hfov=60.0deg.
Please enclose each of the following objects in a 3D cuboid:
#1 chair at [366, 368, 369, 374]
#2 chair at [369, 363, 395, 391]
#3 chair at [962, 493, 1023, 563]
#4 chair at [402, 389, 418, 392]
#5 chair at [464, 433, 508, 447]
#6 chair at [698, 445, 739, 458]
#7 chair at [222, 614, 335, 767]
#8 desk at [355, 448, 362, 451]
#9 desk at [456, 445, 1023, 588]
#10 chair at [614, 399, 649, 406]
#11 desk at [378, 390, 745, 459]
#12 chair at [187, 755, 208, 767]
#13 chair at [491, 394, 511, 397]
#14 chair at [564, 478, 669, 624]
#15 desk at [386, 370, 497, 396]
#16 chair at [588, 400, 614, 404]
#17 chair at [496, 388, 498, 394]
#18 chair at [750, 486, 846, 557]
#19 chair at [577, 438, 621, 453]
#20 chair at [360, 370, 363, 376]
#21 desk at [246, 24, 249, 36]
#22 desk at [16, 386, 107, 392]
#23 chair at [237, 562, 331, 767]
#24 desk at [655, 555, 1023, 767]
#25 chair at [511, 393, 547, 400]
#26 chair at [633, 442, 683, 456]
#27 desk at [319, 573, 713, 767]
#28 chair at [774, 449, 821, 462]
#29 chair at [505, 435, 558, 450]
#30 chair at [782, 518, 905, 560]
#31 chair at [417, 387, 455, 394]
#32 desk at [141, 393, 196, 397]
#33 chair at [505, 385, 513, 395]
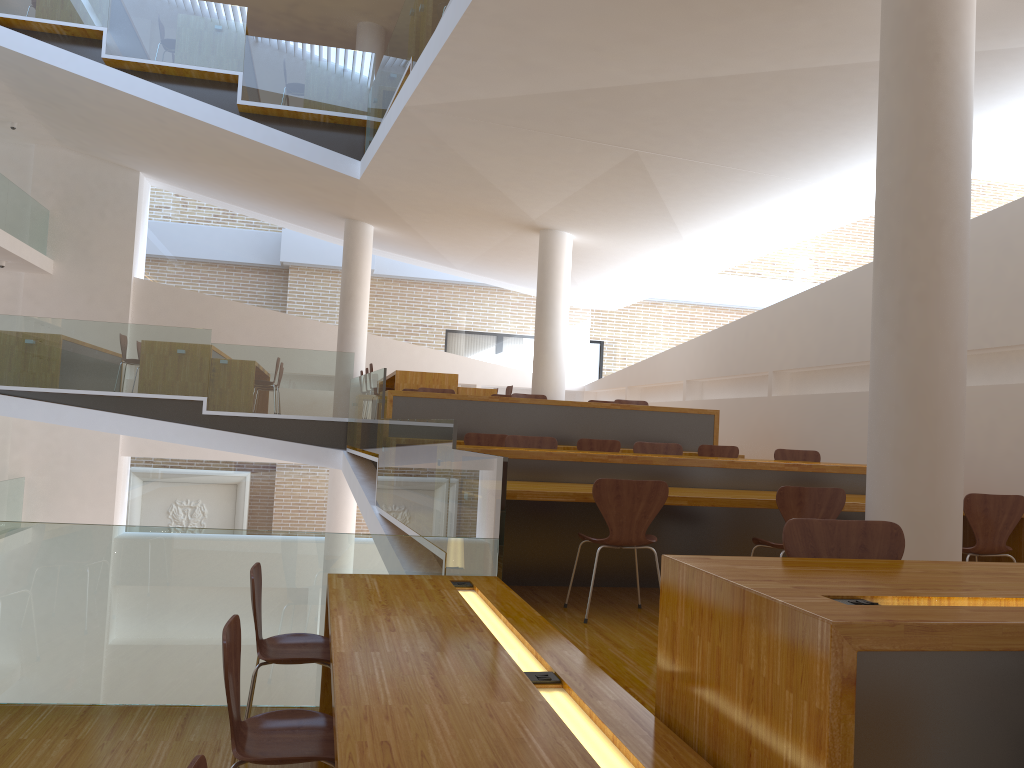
[{"bbox_3d":[-1.809,0.145,12.001,0.381,0.693,0.428,4,-3,-12],"label":"chair"},{"bbox_3d":[-1.604,0.107,11.053,0.381,0.693,0.428,4,-3,-12],"label":"chair"},{"bbox_3d":[2.562,0.947,4.940,0.428,0.693,0.381,4,-3,-12],"label":"chair"},{"bbox_3d":[-1.046,0.410,9.691,0.428,0.693,0.381,4,-3,-12],"label":"chair"},{"bbox_3d":[-0.256,0.763,7.505,0.428,0.693,0.381,4,-3,-12],"label":"chair"},{"bbox_3d":[1.776,0.893,7.980,0.428,0.693,0.381,4,-3,-12],"label":"chair"},{"bbox_3d":[-0.625,1.023,2.460,0.381,0.693,0.428,4,-3,-12],"label":"chair"},{"bbox_3d":[-0.094,0.534,10.305,3.356,0.606,0.760,4,-3,-12],"label":"desk"},{"bbox_3d":[1.248,0.860,5.462,3.243,0.785,1.527,4,-3,-12],"label":"desk"},{"bbox_3d":[1.286,0.509,9.247,0.428,0.693,0.381,4,-3,-12],"label":"chair"},{"bbox_3d":[0.410,0.667,8.329,3.216,1.022,1.248,4,-3,-12],"label":"desk"},{"bbox_3d":[-0.350,0.981,1.376,0.381,0.693,0.428,4,-3,-12],"label":"chair"},{"bbox_3d":[-0.098,0.470,9.894,0.428,0.693,0.381,4,-3,-12],"label":"chair"},{"bbox_3d":[0.530,0.816,4.465,0.428,0.693,0.381,4,-3,-12],"label":"chair"},{"bbox_3d":[-1.141,0.314,12.308,1.247,0.762,3.194,4,-3,-12],"label":"desk"},{"bbox_3d":[0.986,0.541,10.166,0.428,0.693,0.381,4,-3,-12],"label":"chair"},{"bbox_3d":[-0.417,0.395,12.655,0.381,0.693,0.428,4,-3,-12],"label":"chair"},{"bbox_3d":[1.478,0.876,4.668,0.428,0.693,0.381,4,-3,-12],"label":"chair"},{"bbox_3d":[0.692,0.823,7.709,0.428,0.693,0.381,4,-3,-12],"label":"chair"},{"bbox_3d":[-1.993,0.169,12.660,0.381,0.693,0.428,4,-3,-12],"label":"chair"},{"bbox_3d":[-3.815,-3.858,11.793,0.760,0.606,3.196,4,-3,-12],"label":"desk"},{"bbox_3d":[-5.703,-0.206,11.274,0.760,0.606,3.194,4,-3,-12],"label":"desk"},{"bbox_3d":[-0.831,1.061,3.409,0.381,0.693,0.428,4,-3,-12],"label":"chair"},{"bbox_3d":[1.993,0.813,2.171,3.185,0.606,0.760,4,-3,-12],"label":"desk"},{"bbox_3d":[0.198,0.443,9.052,0.428,0.693,0.381,4,-3,-12],"label":"chair"},{"bbox_3d":[1.107,0.775,6.427,0.428,0.693,0.381,4,-3,-12],"label":"chair"},{"bbox_3d":[-0.117,1.094,2.404,0.760,0.606,3.185,4,-3,-12],"label":"desk"},{"bbox_3d":[2.207,0.842,6.624,0.428,0.693,0.381,4,-3,-12],"label":"chair"},{"bbox_3d":[0.159,0.715,6.223,0.428,0.693,0.381,4,-3,-12],"label":"chair"},{"bbox_3d":[0.981,0.733,2.390,0.428,0.693,0.381,4,-3,-12],"label":"chair"},{"bbox_3d":[-0.750,0.383,8.849,0.428,0.693,0.381,4,-3,-12],"label":"chair"},{"bbox_3d":[-3.918,-0.018,11.652,1.248,0.757,3.196,4,-3,-12],"label":"desk"},{"bbox_3d":[-0.211,0.357,11.706,0.381,0.693,0.428,4,-3,-12],"label":"chair"}]
